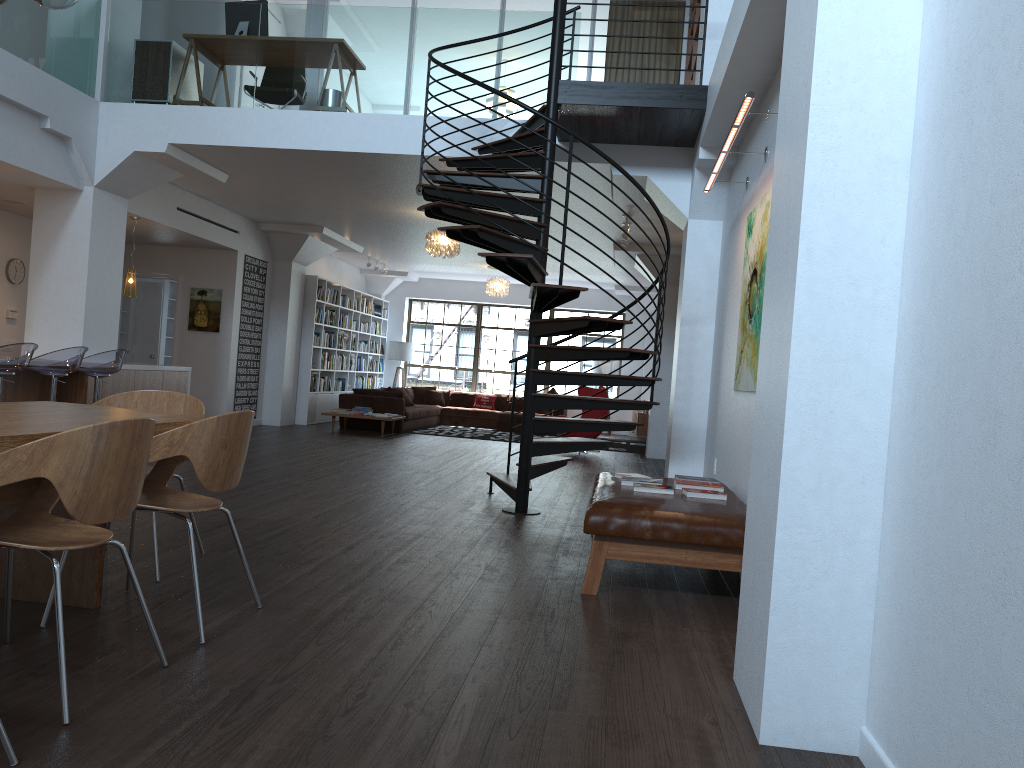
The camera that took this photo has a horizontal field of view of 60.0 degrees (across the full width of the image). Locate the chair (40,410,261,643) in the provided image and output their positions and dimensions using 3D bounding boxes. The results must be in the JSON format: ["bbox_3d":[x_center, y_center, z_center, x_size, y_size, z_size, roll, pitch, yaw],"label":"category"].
[{"bbox_3d":[-1.348,0.494,3.473,0.617,0.830,0.629,4,1,7],"label":"chair"}]

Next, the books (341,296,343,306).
[{"bbox_3d":[-3.079,-1.466,15.694,0.139,0.191,0.036,4,1,7],"label":"books"}]

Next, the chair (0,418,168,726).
[{"bbox_3d":[-1.445,0.495,2.711,0.618,0.833,0.629,4,1,8],"label":"chair"}]

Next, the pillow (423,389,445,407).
[{"bbox_3d":[-1.559,0.273,17.697,0.489,0.337,0.238,4,1,-24],"label":"pillow"}]

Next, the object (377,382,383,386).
[{"bbox_3d":[-2.904,-0.011,18.521,0.331,0.088,0.410,4,1,7],"label":"object"}]

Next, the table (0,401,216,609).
[{"bbox_3d":[-2.063,0.492,2.382,1.012,0.750,3.803,4,1,7],"label":"table"}]

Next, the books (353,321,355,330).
[{"bbox_3d":[-3.001,-1.086,16.577,0.126,0.173,0.032,4,1,7],"label":"books"}]

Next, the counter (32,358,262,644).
[{"bbox_3d":[-3.802,0.266,6.469,3.039,0.860,8.182,4,1,-23],"label":"counter"}]

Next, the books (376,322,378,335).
[{"bbox_3d":[-2.828,-1.130,18.055,0.180,0.259,0.060,4,1,6],"label":"books"}]

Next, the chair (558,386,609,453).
[{"bbox_3d":[1.058,0.505,13.361,0.801,1.006,0.798,5,1,32],"label":"chair"}]

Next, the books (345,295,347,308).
[{"bbox_3d":[-3.055,-1.485,15.968,0.158,0.226,0.052,4,1,7],"label":"books"}]

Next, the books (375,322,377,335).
[{"bbox_3d":[-2.831,-1.126,17.972,0.183,0.253,0.034,4,1,6],"label":"books"}]

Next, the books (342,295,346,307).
[{"bbox_3d":[-3.055,-1.487,15.919,0.140,0.231,0.042,4,1,7],"label":"books"}]

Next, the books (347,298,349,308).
[{"bbox_3d":[-3.038,-1.466,16.056,0.139,0.191,0.036,4,1,7],"label":"books"}]

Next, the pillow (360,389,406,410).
[{"bbox_3d":[-2.107,0.277,14.524,0.750,0.364,0.289,4,1,6],"label":"pillow"}]

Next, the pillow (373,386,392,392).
[{"bbox_3d":[-2.110,0.232,14.792,0.269,0.411,0.559,4,1,-37],"label":"pillow"}]

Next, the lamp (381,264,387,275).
[{"bbox_3d":[-2.442,-2.194,16.947,0.120,0.211,0.111,4,1,-19],"label":"lamp"}]

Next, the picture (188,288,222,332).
[{"bbox_3d":[-4.303,-1.037,12.432,0.450,0.600,0.030,4,1,7],"label":"picture"}]

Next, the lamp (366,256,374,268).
[{"bbox_3d":[-2.564,-2.194,15.930,0.111,0.211,0.120,5,1,41],"label":"lamp"}]

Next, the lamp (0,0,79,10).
[{"bbox_3d":[-1.811,-2.350,2.671,0.849,2.140,1.787,4,1,6],"label":"lamp"}]

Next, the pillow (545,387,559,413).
[{"bbox_3d":[0.747,0.349,17.610,0.651,0.587,0.335,4,1,-14],"label":"pillow"}]

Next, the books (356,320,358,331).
[{"bbox_3d":[-2.985,-1.100,16.691,0.146,0.202,0.027,4,1,7],"label":"books"}]

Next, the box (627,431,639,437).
[{"bbox_3d":[2.492,0.992,18.247,0.228,0.165,0.368,4,1,7],"label":"box"}]

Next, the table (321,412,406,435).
[{"bbox_3d":[-2.297,0.611,13.756,1.100,0.271,0.853,4,1,7],"label":"table"}]

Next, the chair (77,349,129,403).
[{"bbox_3d":[-3.780,0.174,8.055,0.481,1.014,0.530,4,1,9],"label":"chair"}]

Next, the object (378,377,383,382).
[{"bbox_3d":[-2.905,-0.099,18.521,0.316,0.088,0.410,4,1,7],"label":"object"}]

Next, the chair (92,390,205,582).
[{"bbox_3d":[-1.834,0.451,4.294,0.629,0.833,0.618,4,1,2],"label":"chair"}]

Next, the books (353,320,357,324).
[{"bbox_3d":[-2.997,-1.101,16.665,0.146,0.202,0.027,4,1,7],"label":"books"}]

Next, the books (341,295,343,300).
[{"bbox_3d":[-3.080,-1.472,15.726,0.146,0.202,0.027,4,1,7],"label":"books"}]

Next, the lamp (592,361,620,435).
[{"bbox_3d":[1.874,0.236,18.161,0.545,1.579,0.545,5,1,18],"label":"lamp"}]

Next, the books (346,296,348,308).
[{"bbox_3d":[-3.045,-1.487,16.016,0.140,0.231,0.042,4,1,7],"label":"books"}]

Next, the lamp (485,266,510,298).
[{"bbox_3d":[-0.254,-1.846,16.088,0.442,0.539,0.441,4,1,-41],"label":"lamp"}]

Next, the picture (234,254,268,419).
[{"bbox_3d":[-3.835,-0.661,13.031,0.021,2.380,0.800,4,1,7],"label":"picture"}]

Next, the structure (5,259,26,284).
[{"bbox_3d":[-5.890,-1.336,10.524,0.040,0.300,0.300,4,1,7],"label":"structure"}]

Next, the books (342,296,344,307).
[{"bbox_3d":[-3.068,-1.471,15.752,0.146,0.202,0.027,4,1,7],"label":"books"}]

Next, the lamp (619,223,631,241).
[{"bbox_3d":[1.380,-1.844,10.749,0.120,0.211,0.111,4,1,-34],"label":"lamp"}]

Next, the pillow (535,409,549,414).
[{"bbox_3d":[0.517,0.415,17.471,0.542,0.362,0.248,5,1,28],"label":"pillow"}]

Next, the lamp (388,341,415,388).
[{"bbox_3d":[-2.383,-0.097,18.773,0.545,1.579,0.545,4,1,-4],"label":"lamp"}]

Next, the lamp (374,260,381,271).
[{"bbox_3d":[-2.504,-2.194,16.432,0.120,0.211,0.111,4,1,-34],"label":"lamp"}]

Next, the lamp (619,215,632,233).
[{"bbox_3d":[1.318,-1.844,10.234,0.120,0.211,0.111,4,1,-19],"label":"lamp"}]

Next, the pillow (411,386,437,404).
[{"bbox_3d":[-1.735,0.240,17.816,0.580,0.418,0.334,4,1,-20],"label":"pillow"}]

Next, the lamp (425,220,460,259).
[{"bbox_3d":[-0.853,-1.847,11.062,0.442,0.539,0.441,4,1,-41],"label":"lamp"}]

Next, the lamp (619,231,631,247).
[{"bbox_3d":[1.440,-1.844,11.252,0.111,0.211,0.120,5,1,41],"label":"lamp"}]

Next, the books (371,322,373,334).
[{"bbox_3d":[-2.867,-1.125,17.671,0.160,0.250,0.026,4,1,6],"label":"books"}]

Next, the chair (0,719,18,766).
[{"bbox_3d":[-1.516,0.496,1.950,0.618,0.833,0.629,4,1,7],"label":"chair"}]

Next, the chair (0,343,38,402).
[{"bbox_3d":[-3.947,0.172,6.799,0.481,1.014,0.530,4,1,5],"label":"chair"}]

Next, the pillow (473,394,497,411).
[{"bbox_3d":[-0.543,0.367,17.718,0.465,0.308,0.220,4,1,3],"label":"pillow"}]

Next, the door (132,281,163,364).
[{"bbox_3d":[-5.743,-0.544,13.438,0.826,2.032,0.174,4,1,7],"label":"door"}]

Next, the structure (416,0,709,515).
[{"bbox_3d":[0.239,-1.178,6.883,1.998,4.352,1.998,4,1,-32],"label":"structure"}]

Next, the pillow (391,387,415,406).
[{"bbox_3d":[-2.049,0.246,16.223,0.325,0.391,0.625,5,1,23],"label":"pillow"}]

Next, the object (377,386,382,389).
[{"bbox_3d":[-2.911,0.077,18.522,0.331,0.088,0.410,4,1,7],"label":"object"}]

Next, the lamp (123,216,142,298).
[{"bbox_3d":[-4.264,-1.425,9.966,0.149,0.900,0.149,4,1,-38],"label":"lamp"}]

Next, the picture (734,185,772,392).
[{"bbox_3d":[1.512,-0.552,5.560,0.010,1.200,1.095,4,1,7],"label":"picture"}]

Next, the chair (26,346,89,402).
[{"bbox_3d":[-3.855,0.174,7.429,0.481,1.014,0.530,4,1,5],"label":"chair"}]

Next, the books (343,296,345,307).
[{"bbox_3d":[-3.062,-1.472,15.834,0.146,0.202,0.027,4,1,7],"label":"books"}]
